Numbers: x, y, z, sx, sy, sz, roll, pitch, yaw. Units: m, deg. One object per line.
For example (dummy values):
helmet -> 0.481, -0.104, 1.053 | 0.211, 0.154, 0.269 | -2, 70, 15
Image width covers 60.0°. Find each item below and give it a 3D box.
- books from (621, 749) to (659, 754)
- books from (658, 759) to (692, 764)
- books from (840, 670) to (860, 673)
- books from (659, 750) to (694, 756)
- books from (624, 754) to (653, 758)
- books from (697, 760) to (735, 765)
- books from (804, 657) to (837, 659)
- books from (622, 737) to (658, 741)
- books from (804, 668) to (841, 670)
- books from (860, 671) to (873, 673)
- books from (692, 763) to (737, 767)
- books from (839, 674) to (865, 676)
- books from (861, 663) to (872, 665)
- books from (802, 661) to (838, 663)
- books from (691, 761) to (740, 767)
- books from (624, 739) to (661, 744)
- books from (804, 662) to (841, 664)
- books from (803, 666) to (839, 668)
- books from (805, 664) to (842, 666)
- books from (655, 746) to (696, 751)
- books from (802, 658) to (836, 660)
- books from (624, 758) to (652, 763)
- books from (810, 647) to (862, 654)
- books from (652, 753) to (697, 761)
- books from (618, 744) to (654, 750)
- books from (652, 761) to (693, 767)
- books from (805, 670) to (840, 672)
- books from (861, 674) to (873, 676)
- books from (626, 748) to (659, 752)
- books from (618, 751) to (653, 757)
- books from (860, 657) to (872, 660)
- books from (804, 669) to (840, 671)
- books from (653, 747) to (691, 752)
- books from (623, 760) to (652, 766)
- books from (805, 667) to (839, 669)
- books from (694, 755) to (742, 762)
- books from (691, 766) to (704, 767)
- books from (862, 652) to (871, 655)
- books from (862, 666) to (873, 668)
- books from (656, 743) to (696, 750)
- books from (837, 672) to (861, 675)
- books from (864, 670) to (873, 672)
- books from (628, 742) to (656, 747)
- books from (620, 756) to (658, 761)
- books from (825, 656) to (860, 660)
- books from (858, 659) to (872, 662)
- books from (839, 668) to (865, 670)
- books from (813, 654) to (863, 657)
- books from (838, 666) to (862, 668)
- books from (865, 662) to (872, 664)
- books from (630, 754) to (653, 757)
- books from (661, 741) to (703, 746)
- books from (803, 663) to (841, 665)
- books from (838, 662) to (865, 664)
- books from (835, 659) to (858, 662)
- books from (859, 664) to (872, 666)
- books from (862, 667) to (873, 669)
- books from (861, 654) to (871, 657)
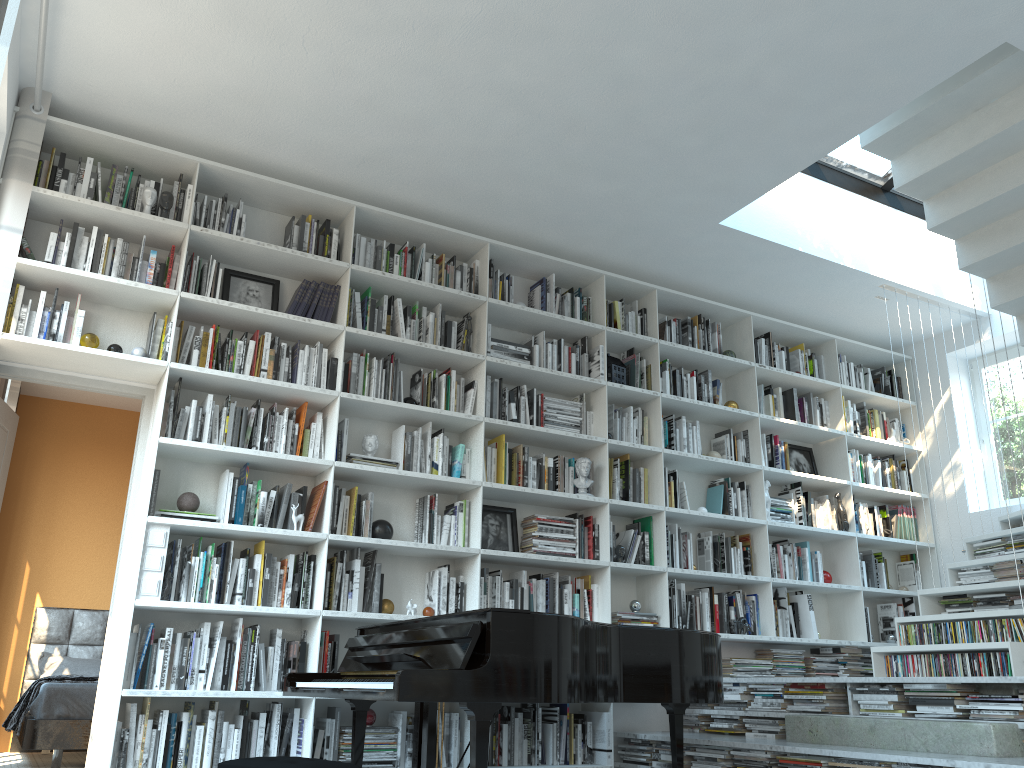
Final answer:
books -> 0.756, 2.072, 5.001 | 0.188, 0.009, 0.211 | 12, -22, -28
books -> 0.910, 2.021, 4.753 | 0.148, 0.012, 0.206 | 13, -23, -32
books -> 2.223, 1.947, 6.001 | 0.149, 0.013, 0.210 | 10, -21, -24
books -> 0.918, 1.982, 4.771 | 0.143, 0.019, 0.231 | 11, -21, -26
books -> 0.775, 2.100, 5.003 | 0.122, 0.008, 0.291 | 13, -23, -32
books -> 1.064, 1.919, 4.506 | 0.147, 0.012, 0.206 | 11, -21, -26
books -> 2.081, 1.857, 5.994 | 0.368, 0.007, 0.206 | 10, -21, -25
books -> 0.763, 2.011, 5.025 | 0.157, 0.007, 0.269 | 9, -21, -22
books -> 2.079, 1.923, 5.975 | 0.328, 0.008, 0.208 | 11, -21, -26
books -> 2.420, 2.000, 6.150 | 0.360, 0.009, 0.201 | 12, -22, -28
books -> 1.053, 1.936, 4.494 | 0.172, 0.014, 0.221 | 11, -21, -26
books -> 2.211, 1.966, 5.988 | 0.168, 0.008, 0.282 | 13, -22, -31
books -> 2.425, 1.950, 6.162 | 0.354, 0.008, 0.198 | 12, -22, -30
books -> 2.081, 1.878, 5.987 | 0.328, 0.008, 0.208 | 10, -21, -25
books -> 1.065, 1.928, 4.503 | 0.149, 0.007, 0.301 | 11, -21, -27
books -> 0.768, 2.022, 5.024 | 0.158, 0.014, 0.235 | 12, -22, -29
books -> 2.085, 1.884, 5.978 | 0.328, 0.008, 0.208 | 9, -21, -22
books -> 2.082, 1.907, 5.975 | 0.328, 0.008, 0.208 | 12, -22, -30
books -> 2.081, 1.901, 5.980 | 0.328, 0.008, 0.208 | 10, -21, -25
books -> 0.917, 1.962, 4.777 | 0.126, 0.005, 0.291 | 13, -23, -32
books -> 2.086, 1.861, 5.984 | 0.368, 0.007, 0.206 | 13, -23, -32
books -> 0.763, 2.117, 4.990 | 0.155, 0.009, 0.233 | 13, -23, -32
books -> 2.204, 1.817, 6.032 | 0.205, 0.035, 0.267 | 11, -21, -26
books -> 0.892, 1.999, 4.751 | 0.191, 0.028, 0.213 | 10, -21, -23
books -> 0.750, 2.048, 5.005 | 0.191, 0.013, 0.244 | 13, -22, -31
books -> 0.899, 2.039, 4.741 | 0.189, 0.029, 0.238 | 11, -21, -27
books -> 2.081, 1.936, 5.968 | 0.328, 0.008, 0.208 | 12, -22, -29
books -> 2.420, 2.017, 6.144 | 0.320, 0.009, 0.203 | 12, -22, -28
books -> 0.777, 2.065, 5.015 | 0.136, 0.013, 0.259 | 12, -22, -29
books -> 0.754, 2.081, 4.997 | 0.177, 0.012, 0.279 | 13, -22, -31
books -> 2.429, 1.913, 6.173 | 0.316, 0.018, 0.200 | 13, -22, -31
books -> 2.079, 1.930, 5.973 | 0.368, 0.007, 0.206 | 11, -21, -26
books -> 0.908, 1.967, 4.770 | 0.160, 0.009, 0.292 | 10, -21, -25
books -> 0.764, 2.128, 4.987 | 0.172, 0.015, 0.242 | 11, -21, -27
books -> 2.082, 1.914, 5.972 | 0.368, 0.007, 0.206 | 10, -21, -24
books -> 1.050, 1.901, 4.503 | 0.171, 0.020, 0.194 | 10, -21, -23
books -> 1.047, 1.954, 4.484 | 0.177, 0.026, 0.231 | 10, -21, -24
books -> 2.424, 1.884, 6.194 | 0.354, 0.017, 0.198 | 11, -21, -27
books -> 2.427, 1.965, 6.153 | 0.315, 0.009, 0.200 | 9, -21, -22
books -> 0.921, 1.954, 4.782 | 0.135, 0.014, 0.298 | 11, -21, -26
books -> 2.211, 1.956, 5.991 | 0.183, 0.012, 0.206 | 12, -22, -28
books -> 2.424, 1.991, 6.149 | 0.354, 0.008, 0.198 | 12, -22, -30
books -> 0.781, 2.040, 5.026 | 0.133, 0.017, 0.231 | 11, -21, -26
books -> 0.755, 2.105, 4.990 | 0.179, 0.012, 0.262 | 10, -21, -24
books -> 2.217, 1.864, 6.025 | 0.165, 0.015, 0.243 | 10, -21, -24
books -> 2.430, 1.929, 6.165 | 0.354, 0.017, 0.198 | 9, -21, -22
books -> 2.217, 1.930, 6.003 | 0.158, 0.008, 0.293 | 10, -21, -24
books -> 2.216, 1.847, 6.030 | 0.159, 0.012, 0.286 | 13, -22, -31
books -> 2.221, 1.920, 6.009 | 0.166, 0.014, 0.236 | 11, -21, -27
books -> 2.424, 1.943, 6.167 | 0.354, 0.008, 0.198 | 12, -22, -29
books -> 0.773, 2.093, 5.004 | 0.139, 0.005, 0.287 | 10, -21, -24
books -> 0.917, 1.938, 4.785 | 0.137, 0.018, 0.201 | 10, -21, -23
books -> 2.079, 1.895, 5.985 | 0.368, 0.007, 0.206 | 12, -22, -28
books -> 2.218, 1.894, 6.015 | 0.169, 0.010, 0.283 | 12, -22, -28
books -> 2.211, 1.879, 6.016 | 0.173, 0.019, 0.197 | 9, -21, -22
books -> 2.425, 1.958, 6.160 | 0.316, 0.009, 0.200 | 12, -22, -30
books -> 2.425, 1.974, 6.154 | 0.354, 0.008, 0.198 | 10, -21, -24
books -> 2.426, 1.898, 6.183 | 0.354, 0.017, 0.198 | 10, -21, -25
